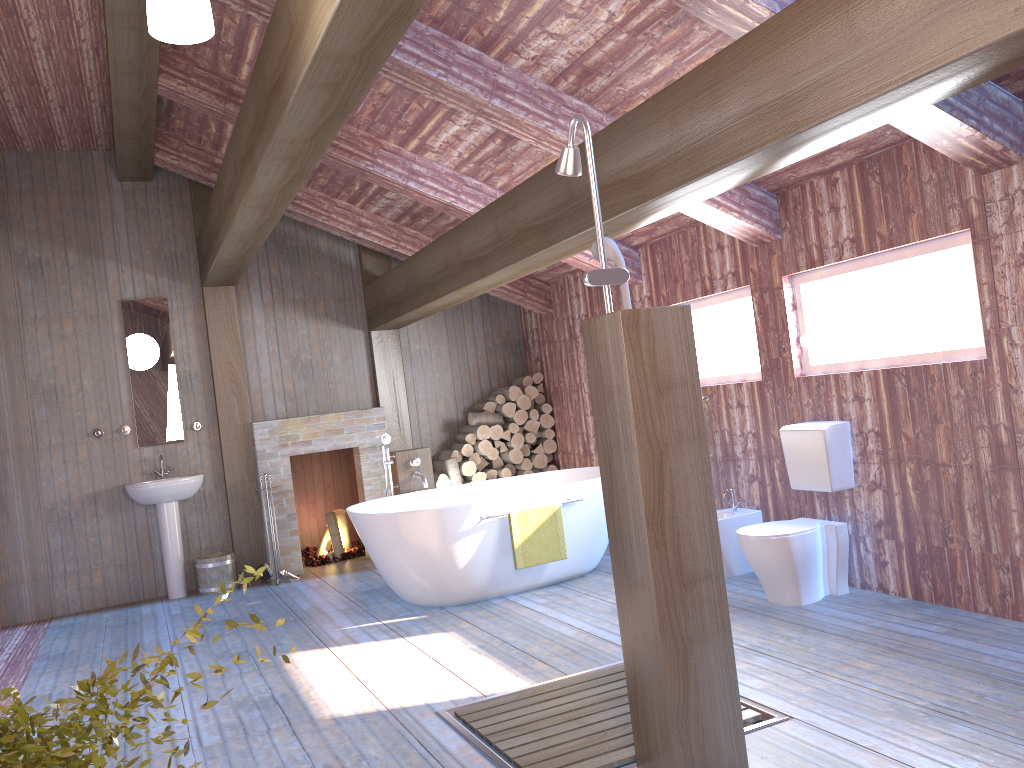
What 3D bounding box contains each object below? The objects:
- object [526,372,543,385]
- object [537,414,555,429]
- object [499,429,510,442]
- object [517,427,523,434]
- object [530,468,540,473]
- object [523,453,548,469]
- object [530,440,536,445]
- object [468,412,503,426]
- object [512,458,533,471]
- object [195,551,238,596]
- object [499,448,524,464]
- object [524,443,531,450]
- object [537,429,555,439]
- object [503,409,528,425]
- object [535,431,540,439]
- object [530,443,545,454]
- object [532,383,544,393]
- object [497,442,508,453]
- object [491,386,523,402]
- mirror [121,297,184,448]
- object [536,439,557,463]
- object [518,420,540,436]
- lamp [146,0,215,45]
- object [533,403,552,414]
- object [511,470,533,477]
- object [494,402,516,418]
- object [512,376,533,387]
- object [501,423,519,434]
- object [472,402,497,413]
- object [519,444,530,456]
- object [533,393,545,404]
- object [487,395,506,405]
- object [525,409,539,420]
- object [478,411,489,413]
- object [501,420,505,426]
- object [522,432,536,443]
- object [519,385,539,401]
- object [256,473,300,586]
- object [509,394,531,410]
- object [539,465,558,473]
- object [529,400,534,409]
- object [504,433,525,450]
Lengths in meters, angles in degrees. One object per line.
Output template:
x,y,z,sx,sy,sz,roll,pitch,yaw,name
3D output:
0.189,-0.041,8.300,0.112,0.113,0.271,-7,-1,-23,object
0.236,0.346,8.259,0.147,0.152,0.439,-7,-1,-23,object
-0.138,0.483,8.080,0.109,0.124,0.424,-7,-1,-24,object
0.015,0.441,8.130,0.095,0.090,0.278,-7,-1,-22,object
0.140,0.834,8.290,0.118,0.106,0.319,-7,-1,-26,object
0.172,0.712,8.211,0.137,0.133,0.437,-7,-1,-25,object
0.160,0.531,8.196,0.067,0.069,0.177,-7,-1,-23,object
-0.238,0.316,7.941,0.302,0.157,0.121,-7,-1,-23,object
0.071,0.733,8.131,0.114,0.113,0.301,-7,-1,-26,object
-2.356,1.511,7.076,0.309,0.290,0.308,-7,-1,-13,object
-0.055,0.656,8.109,0.141,0.143,0.437,-7,-1,-25,object
0.111,0.573,8.172,0.065,0.069,0.177,-7,-1,-24,object
0.260,0.462,8.257,0.102,0.109,0.438,-7,-1,-23,object
-0.005,0.317,8.154,0.143,0.151,0.440,-7,-1,-23,object
0.187,0.472,8.274,0.088,0.092,0.280,-7,-1,-23,object
0.161,0.595,8.206,0.115,0.112,0.423,-7,-1,-23,object
0.197,0.044,8.315,0.081,0.100,0.281,-7,-1,-24,object
-0.126,0.572,8.088,0.085,0.096,0.280,-7,-1,-23,object
-0.051,0.094,8.168,0.135,0.139,0.456,-7,-1,-22,object
-2.914,-0.100,7.197,0.350,1.199,0.009,-7,-1,-24,mirror
0.267,0.629,8.260,0.137,0.256,0.439,-7,-1,-23,object
0.095,0.411,8.221,0.172,0.151,0.482,-7,-1,-22,object
-0.980,-1.477,2.476,0.174,1.001,0.174,-6,-1,-43,lamp
0.236,0.232,8.262,0.102,0.109,0.438,-7,-1,-23,object
0.088,0.839,8.126,0.116,0.117,0.289,-7,-1,-26,object
-0.112,0.240,8.132,0.139,0.148,0.458,-7,-1,-23,object
0.095,-0.007,8.256,0.104,0.121,0.270,-7,-1,-22,object
-0.066,0.403,8.117,0.102,0.109,0.438,-7,-1,-23,object
-0.255,0.230,8.157,0.140,0.121,0.319,-7,-1,-22,object
0.051,0.607,8.143,0.111,0.118,0.302,-7,-1,-24,object
0.207,0.140,8.296,0.107,0.115,0.269,-7,-1,-22,object
-0.143,0.145,8.094,0.094,0.097,0.227,-7,-1,-23,object
0.121,0.289,8.207,0.089,0.106,0.437,-7,-1,-22,object
-0.292,0.320,8.133,0.113,0.130,0.291,-7,-1,-22,object
-0.178,0.355,8.181,0.121,0.124,0.291,-7,-1,-23,object
0.084,0.493,8.178,0.102,0.109,0.438,-7,-1,-23,object
0.095,0.092,8.234,0.133,0.142,0.456,-7,-1,-22,object
-1.974,1.165,7.179,0.276,0.888,0.333,-7,-1,18,object
0.014,0.178,8.172,0.141,0.143,0.437,-7,-1,-25,object
0.276,0.816,8.263,0.139,0.137,0.455,-7,-1,-25,object
0.091,0.210,8.311,0.132,0.119,0.319,-7,-1,-22,object
-0.031,0.528,8.128,0.136,0.157,0.439,-7,-1,-23,object
